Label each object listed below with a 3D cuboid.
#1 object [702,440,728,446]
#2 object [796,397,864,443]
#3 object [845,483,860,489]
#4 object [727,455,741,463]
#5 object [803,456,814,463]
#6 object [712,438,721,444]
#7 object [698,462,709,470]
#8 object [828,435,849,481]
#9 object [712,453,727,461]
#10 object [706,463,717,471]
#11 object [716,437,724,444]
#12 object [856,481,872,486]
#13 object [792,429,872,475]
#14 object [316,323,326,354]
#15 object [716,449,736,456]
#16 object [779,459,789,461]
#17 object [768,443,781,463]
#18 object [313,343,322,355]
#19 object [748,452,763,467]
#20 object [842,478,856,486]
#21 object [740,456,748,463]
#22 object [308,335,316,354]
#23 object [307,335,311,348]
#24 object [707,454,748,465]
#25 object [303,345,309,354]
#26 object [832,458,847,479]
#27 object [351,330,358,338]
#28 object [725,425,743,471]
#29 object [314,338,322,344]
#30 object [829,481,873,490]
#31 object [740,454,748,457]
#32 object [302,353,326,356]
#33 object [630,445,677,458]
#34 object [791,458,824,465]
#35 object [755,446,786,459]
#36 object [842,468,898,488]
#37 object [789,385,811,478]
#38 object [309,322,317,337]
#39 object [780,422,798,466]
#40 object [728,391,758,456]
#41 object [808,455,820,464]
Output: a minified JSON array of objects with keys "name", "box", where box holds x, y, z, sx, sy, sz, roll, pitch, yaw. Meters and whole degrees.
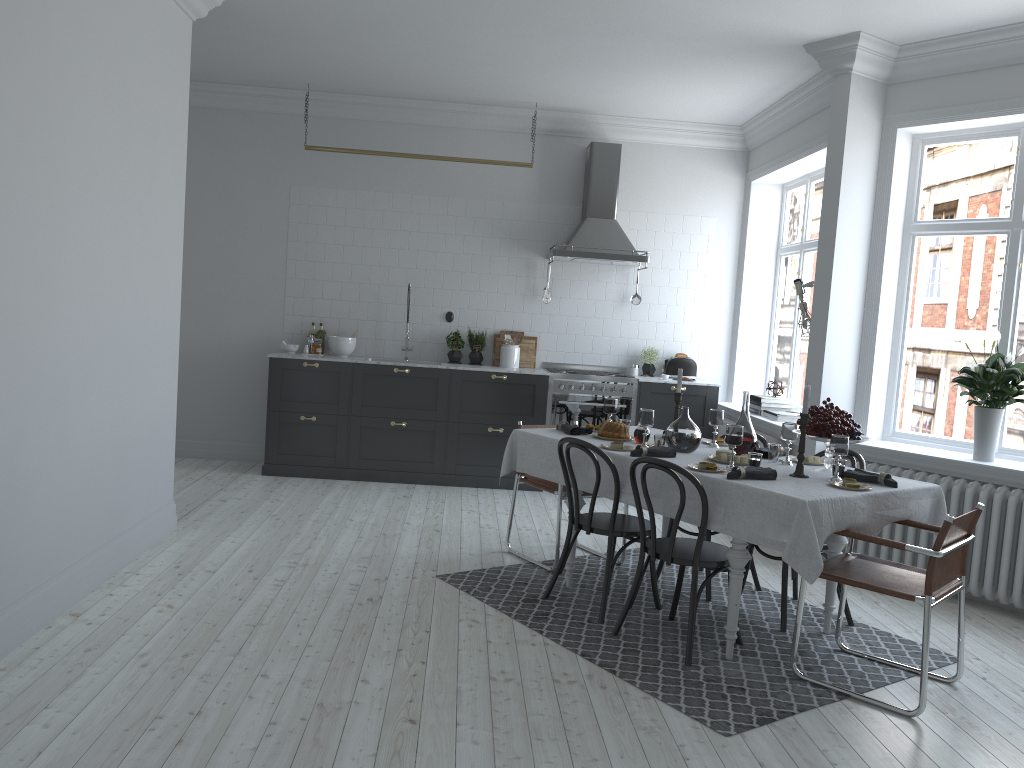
[{"name":"object","box":[1.195,0.344,5.145,0.182,0.013,0.182,4,4,-3]},{"name":"object","box":[1.569,0.178,4.328,0.347,0.215,0.318,0,6,-41]},{"name":"object","box":[1.515,0.454,3.954,0.057,0.021,0.037,4,4,-3]},{"name":"object","box":[1.102,0.378,4.434,0.077,0.040,0.040,5,5,16]},{"name":"object","box":[1.538,0.393,4.636,0.039,0.040,0.078,2,5,-28]},{"name":"object","box":[1.179,0.331,5.115,0.038,0.041,0.057,7,6,38]},{"name":"object","box":[0.907,0.385,4.183,0.057,0.037,0.021,2,5,-22]},{"name":"object","box":[1.507,0.346,4.100,0.083,0.215,0.083,4,4,1]},{"name":"object","box":[1.042,0.362,4.446,0.039,0.040,0.078,2,5,-28]},{"name":"object","box":[0.935,0.389,4.154,0.036,0.039,0.051,7,5,36]},{"name":"object","box":[1.210,0.329,5.175,0.036,0.039,0.051,2,5,-26]},{"name":"object","box":[1.605,0.454,4.089,0.031,0.012,0.131,0,6,-41]},{"name":"object","box":[1.558,0.342,4.353,0.367,0.188,0.367,7,6,38]},{"name":"object","box":[-1.727,-0.412,8.050,0.089,0.282,0.082,4,4,-3]},{"name":"object","box":[1.088,0.364,4.515,0.100,0.056,0.056,5,5,14]},{"name":"object","box":[1.435,0.398,4.667,0.031,0.012,0.131,8,6,39]},{"name":"object","box":[1.351,0.357,4.577,0.066,0.094,0.066,5,4,8]},{"name":"object","box":[-1.731,-0.310,7.904,0.078,0.101,0.078,6,5,25]},{"name":"object","box":[1.143,0.373,4.180,0.066,0.094,0.066,3,5,-14]},{"name":"object","box":[1.520,0.442,3.996,0.057,0.037,0.021,5,5,18]},{"name":"object","box":[1.147,0.380,4.472,0.040,0.039,0.077,1,5,-33]},{"name":"object","box":[-1.791,-0.352,7.931,0.059,0.172,0.059,6,5,28]},{"name":"object","box":[-1.823,-0.359,7.988,0.059,0.172,0.059,6,5,28]},{"name":"object","box":[1.117,0.387,4.494,0.251,0.018,0.251,4,4,-3]},{"name":"object","box":[-1.830,-0.307,7.889,0.046,0.084,0.046,3,5,-17]},{"name":"object","box":[1.537,0.401,4.177,0.066,0.094,0.066,3,5,-14]},{"name":"object","box":[-1.468,-0.373,7.998,0.042,0.232,0.209,7,6,37]},{"name":"object","box":[1.052,0.305,4.222,0.083,0.215,0.083,4,4,1]},{"name":"object","box":[-1.756,-0.339,8.004,0.077,0.141,0.044,4,4,-3]},{"name":"object","box":[1.512,0.457,3.966,0.182,0.013,0.182,4,4,7]},{"name":"object","box":[1.169,0.374,4.528,0.039,0.040,0.077,2,5,-24]},{"name":"object","box":[-1.778,-0.270,7.974,0.180,0.008,0.272,4,4,-3]},{"name":"object","box":[0.725,0.340,4.481,0.165,0.061,0.247,7,5,36]},{"name":"object","box":[1.556,0.408,4.644,0.182,0.013,0.182,4,4,-3]},{"name":"object","box":[1.372,0.360,4.801,0.165,0.061,0.247,7,5,36]},{"name":"object","box":[1.698,0.432,4.158,0.247,0.061,0.165,7,5,36]},{"name":"object","box":[1.367,0.220,4.159,0.089,0.432,0.089,5,5,19]},{"name":"object","box":[-1.809,-0.418,8.050,0.066,0.282,0.066,3,4,-8]},{"name":"object","box":[1.412,0.306,4.527,0.083,0.215,0.083,3,4,-8]},{"name":"object","box":[1.221,0.213,4.667,0.152,0.352,0.152,0,6,-42]},{"name":"object","box":[1.573,0.395,4.660,0.040,0.039,0.077,1,5,-33]}]
